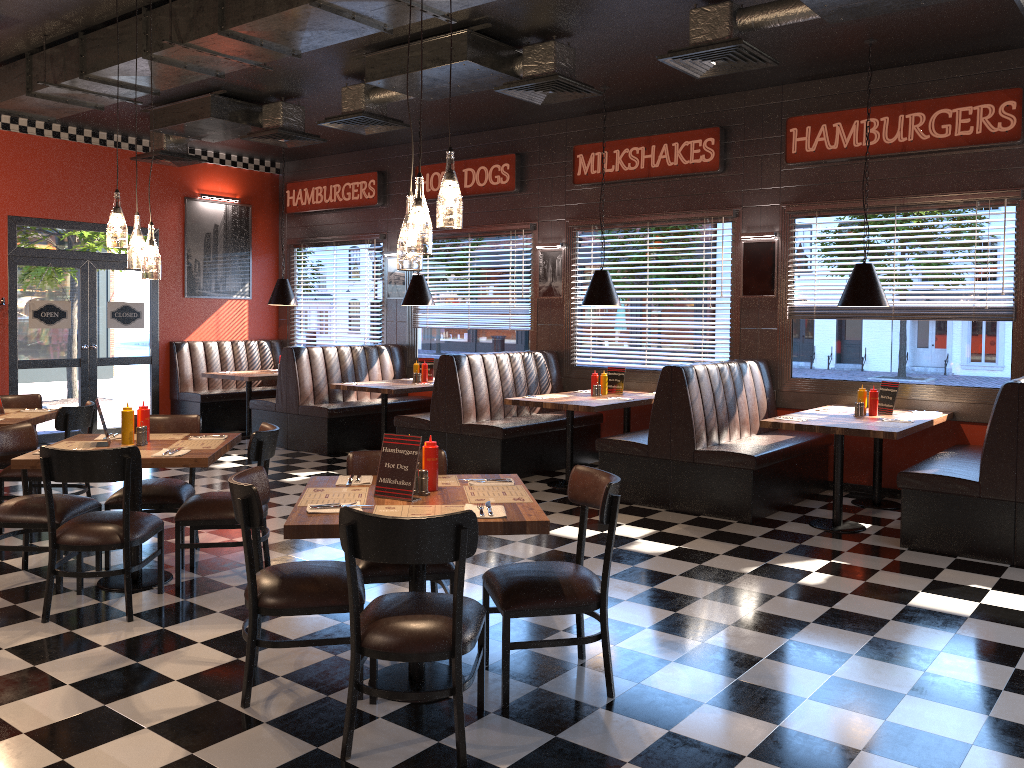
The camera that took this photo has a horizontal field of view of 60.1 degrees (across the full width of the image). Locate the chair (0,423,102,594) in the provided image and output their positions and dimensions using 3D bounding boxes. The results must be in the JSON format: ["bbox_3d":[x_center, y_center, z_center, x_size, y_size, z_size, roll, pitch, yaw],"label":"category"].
[{"bbox_3d":[-2.679,0.677,4.989,0.544,0.866,0.487,1,2,2],"label":"chair"}]

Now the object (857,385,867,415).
[{"bbox_3d":[2.763,0.123,6.993,0.068,0.237,0.068,2,2,25],"label":"object"}]

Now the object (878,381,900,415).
[{"bbox_3d":[2.996,0.110,7.078,0.072,0.256,0.188,0,3,-22],"label":"object"}]

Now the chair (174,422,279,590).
[{"bbox_3d":[-1.624,0.680,5.112,0.544,0.866,0.487,0,3,-10],"label":"chair"}]

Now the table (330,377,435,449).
[{"bbox_3d":[-1.047,0.367,9.837,0.957,0.772,1.694,3,5,38],"label":"table"}]

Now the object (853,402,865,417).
[{"bbox_3d":[2.696,0.184,6.875,0.094,0.136,0.047,-1,3,-27],"label":"object"}]

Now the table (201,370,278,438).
[{"bbox_3d":[-2.937,0.232,11.313,0.957,0.772,1.694,3,5,38],"label":"table"}]

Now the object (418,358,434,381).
[{"bbox_3d":[-0.984,-0.168,10.092,0.188,0.256,0.072,1,2,8],"label":"object"}]

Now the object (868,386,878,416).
[{"bbox_3d":[2.825,0.129,6.923,0.068,0.237,0.068,2,2,25],"label":"object"}]

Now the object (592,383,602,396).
[{"bbox_3d":[0.801,0.048,8.355,0.094,0.136,0.047,-1,3,-27],"label":"object"}]

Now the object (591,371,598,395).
[{"bbox_3d":[0.788,-0.011,8.443,0.068,0.237,0.068,0,2,-29],"label":"object"}]

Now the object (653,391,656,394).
[{"bbox_3d":[1.493,0.085,8.724,0.255,0.019,0.157,5,6,43],"label":"object"}]

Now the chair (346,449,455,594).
[{"bbox_3d":[-0.523,0.767,4.139,0.486,0.866,0.545,0,3,-13],"label":"chair"}]

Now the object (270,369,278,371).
[{"bbox_3d":[-3.066,-0.187,11.585,0.255,0.019,0.157,4,5,33],"label":"object"}]

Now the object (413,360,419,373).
[{"bbox_3d":[-1.069,-0.144,9.900,0.068,0.237,0.068,1,2,21],"label":"object"}]

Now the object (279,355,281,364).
[{"bbox_3d":[-2.961,-0.281,11.398,0.068,0.237,0.068,1,2,7],"label":"object"}]

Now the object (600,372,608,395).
[{"bbox_3d":[0.878,-0.012,8.469,0.068,0.237,0.068,0,2,-29],"label":"object"}]

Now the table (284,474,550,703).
[{"bbox_3d":[-0.398,0.850,3.689,0.956,0.773,0.962,0,3,-7],"label":"table"}]

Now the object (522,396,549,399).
[{"bbox_3d":[0.234,0.120,8.097,0.255,0.019,0.157,4,6,39],"label":"object"}]

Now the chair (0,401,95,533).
[{"bbox_3d":[-3.264,0.570,6.293,0.544,0.866,0.487,0,2,-3],"label":"chair"}]

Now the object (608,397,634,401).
[{"bbox_3d":[0.971,0.130,8.066,0.255,0.019,0.157,4,5,37],"label":"object"}]

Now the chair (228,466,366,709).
[{"bbox_3d":[-0.885,0.801,3.653,0.544,0.866,0.487,0,3,-12],"label":"chair"}]

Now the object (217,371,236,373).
[{"bbox_3d":[-3.532,-0.147,11.009,0.255,0.019,0.157,4,6,38],"label":"object"}]

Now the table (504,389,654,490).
[{"bbox_3d":[0.823,0.501,8.377,0.957,0.772,1.694,3,5,38],"label":"table"}]

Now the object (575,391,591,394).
[{"bbox_3d":[0.746,0.076,8.735,0.255,0.019,0.157,4,5,34],"label":"object"}]

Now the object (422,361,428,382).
[{"bbox_3d":[-0.977,-0.145,9.918,0.068,0.237,0.068,1,2,21],"label":"object"}]

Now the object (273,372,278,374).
[{"bbox_3d":[-2.837,-0.132,10.918,0.255,0.019,0.157,4,5,36],"label":"object"}]

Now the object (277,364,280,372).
[{"bbox_3d":[-2.940,-0.219,11.276,0.047,0.136,0.094,2,3,38],"label":"object"}]

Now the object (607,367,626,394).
[{"bbox_3d":[1.008,-0.035,8.656,0.188,0.256,0.072,2,2,28],"label":"object"}]

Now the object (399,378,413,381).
[{"bbox_3d":[-1.157,-0.054,10.146,0.255,0.019,0.157,4,6,37],"label":"object"}]

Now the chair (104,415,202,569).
[{"bbox_3d":[-2.214,0.642,5.515,0.486,0.866,0.545,0,3,-7],"label":"chair"}]

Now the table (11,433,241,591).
[{"bbox_3d":[-2.110,0.729,5.007,0.960,0.773,0.959,0,3,-7],"label":"table"}]

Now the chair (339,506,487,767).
[{"bbox_3d":[-0.349,0.842,3.197,0.486,0.866,0.545,1,3,5],"label":"chair"}]

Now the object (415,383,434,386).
[{"bbox_3d":[-0.934,0.000,9.476,0.255,0.019,0.157,4,5,34],"label":"object"}]

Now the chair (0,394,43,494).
[{"bbox_3d":[-3.851,0.528,6.759,0.486,0.866,0.545,-1,3,-29],"label":"chair"}]

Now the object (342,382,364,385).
[{"bbox_3d":[-1.689,-0.008,9.474,0.255,0.019,0.157,5,6,43],"label":"object"}]

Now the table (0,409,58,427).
[{"bbox_3d":[-3.833,0.612,6.279,0.960,0.773,0.959,0,3,-7],"label":"table"}]

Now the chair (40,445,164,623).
[{"bbox_3d":[-2.092,0.720,4.524,0.486,0.866,0.545,0,3,-4],"label":"chair"}]

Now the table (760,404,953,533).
[{"bbox_3d":[2.715,0.636,6.900,0.957,0.772,1.694,3,5,38],"label":"table"}]

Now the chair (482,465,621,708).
[{"bbox_3d":[0.175,0.809,3.702,0.544,0.866,0.487,0,3,-12],"label":"chair"}]

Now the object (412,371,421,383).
[{"bbox_3d":[-1.055,-0.085,9.804,0.094,0.136,0.047,1,2,8],"label":"object"}]
